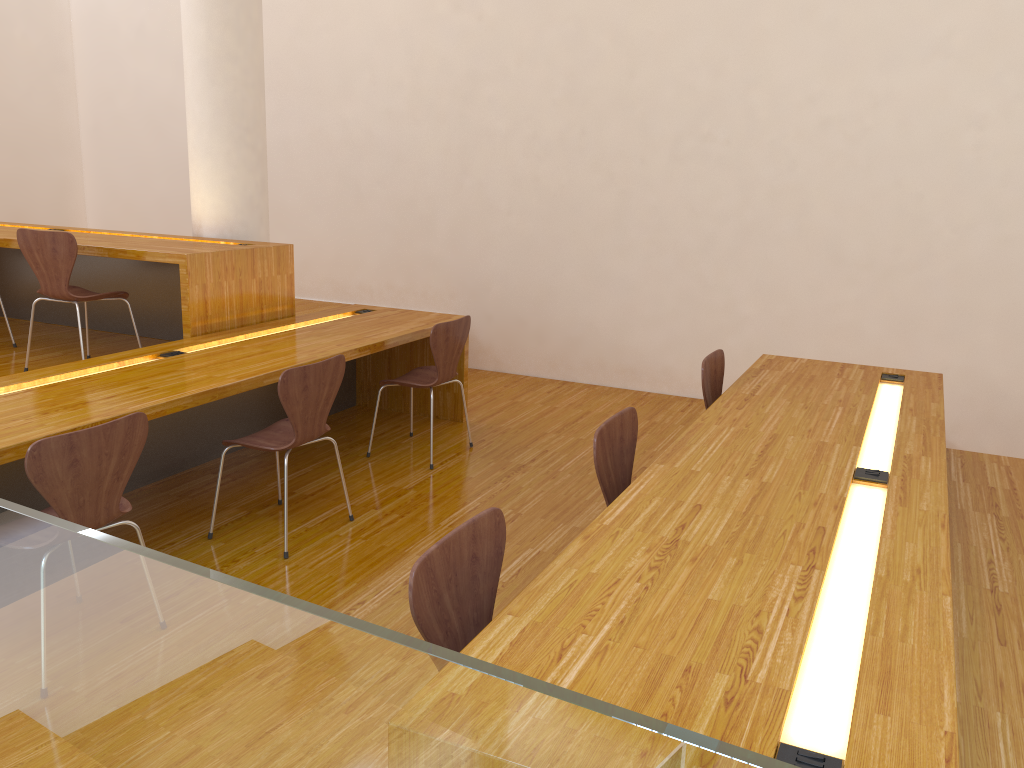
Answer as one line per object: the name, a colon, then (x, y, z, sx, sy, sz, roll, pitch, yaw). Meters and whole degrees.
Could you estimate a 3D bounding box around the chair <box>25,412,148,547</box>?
chair: (-1.296, 0.424, 2.535, 0.381, 0.693, 0.428, 8, 15, 24)

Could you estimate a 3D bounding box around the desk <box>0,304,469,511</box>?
desk: (-1.262, 0.185, 3.744, 0.760, 0.606, 3.185, 8, 15, 24)

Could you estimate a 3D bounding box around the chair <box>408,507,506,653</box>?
chair: (0.038, 0.652, 1.764, 0.381, 0.693, 0.428, 8, 15, 24)

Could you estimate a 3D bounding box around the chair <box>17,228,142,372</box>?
chair: (-2.087, -0.404, 4.300, 0.428, 0.693, 0.381, 8, 15, 24)

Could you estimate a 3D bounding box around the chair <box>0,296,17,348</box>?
chair: (-2.967, -0.526, 4.692, 0.428, 0.693, 0.381, 8, 15, 24)

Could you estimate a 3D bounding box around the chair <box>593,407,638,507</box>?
chair: (0.448, 0.459, 2.623, 0.381, 0.693, 0.428, 8, 15, 24)

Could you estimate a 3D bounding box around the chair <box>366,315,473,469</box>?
chair: (-0.448, 0.005, 4.399, 0.381, 0.693, 0.428, 8, 15, 24)

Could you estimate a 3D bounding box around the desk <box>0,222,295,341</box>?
desk: (-2.767, -0.570, 5.068, 3.185, 0.606, 0.760, 8, 15, 24)

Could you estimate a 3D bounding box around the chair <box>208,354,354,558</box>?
chair: (-0.886, 0.231, 3.394, 0.381, 0.693, 0.428, 8, 15, 24)

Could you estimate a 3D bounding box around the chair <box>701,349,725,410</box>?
chair: (0.955, 0.242, 3.597, 0.381, 0.693, 0.428, 8, 15, 24)

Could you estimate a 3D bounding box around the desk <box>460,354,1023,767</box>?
desk: (1.053, 0.708, 2.543, 1.285, 0.918, 3.236, 8, 15, 24)
